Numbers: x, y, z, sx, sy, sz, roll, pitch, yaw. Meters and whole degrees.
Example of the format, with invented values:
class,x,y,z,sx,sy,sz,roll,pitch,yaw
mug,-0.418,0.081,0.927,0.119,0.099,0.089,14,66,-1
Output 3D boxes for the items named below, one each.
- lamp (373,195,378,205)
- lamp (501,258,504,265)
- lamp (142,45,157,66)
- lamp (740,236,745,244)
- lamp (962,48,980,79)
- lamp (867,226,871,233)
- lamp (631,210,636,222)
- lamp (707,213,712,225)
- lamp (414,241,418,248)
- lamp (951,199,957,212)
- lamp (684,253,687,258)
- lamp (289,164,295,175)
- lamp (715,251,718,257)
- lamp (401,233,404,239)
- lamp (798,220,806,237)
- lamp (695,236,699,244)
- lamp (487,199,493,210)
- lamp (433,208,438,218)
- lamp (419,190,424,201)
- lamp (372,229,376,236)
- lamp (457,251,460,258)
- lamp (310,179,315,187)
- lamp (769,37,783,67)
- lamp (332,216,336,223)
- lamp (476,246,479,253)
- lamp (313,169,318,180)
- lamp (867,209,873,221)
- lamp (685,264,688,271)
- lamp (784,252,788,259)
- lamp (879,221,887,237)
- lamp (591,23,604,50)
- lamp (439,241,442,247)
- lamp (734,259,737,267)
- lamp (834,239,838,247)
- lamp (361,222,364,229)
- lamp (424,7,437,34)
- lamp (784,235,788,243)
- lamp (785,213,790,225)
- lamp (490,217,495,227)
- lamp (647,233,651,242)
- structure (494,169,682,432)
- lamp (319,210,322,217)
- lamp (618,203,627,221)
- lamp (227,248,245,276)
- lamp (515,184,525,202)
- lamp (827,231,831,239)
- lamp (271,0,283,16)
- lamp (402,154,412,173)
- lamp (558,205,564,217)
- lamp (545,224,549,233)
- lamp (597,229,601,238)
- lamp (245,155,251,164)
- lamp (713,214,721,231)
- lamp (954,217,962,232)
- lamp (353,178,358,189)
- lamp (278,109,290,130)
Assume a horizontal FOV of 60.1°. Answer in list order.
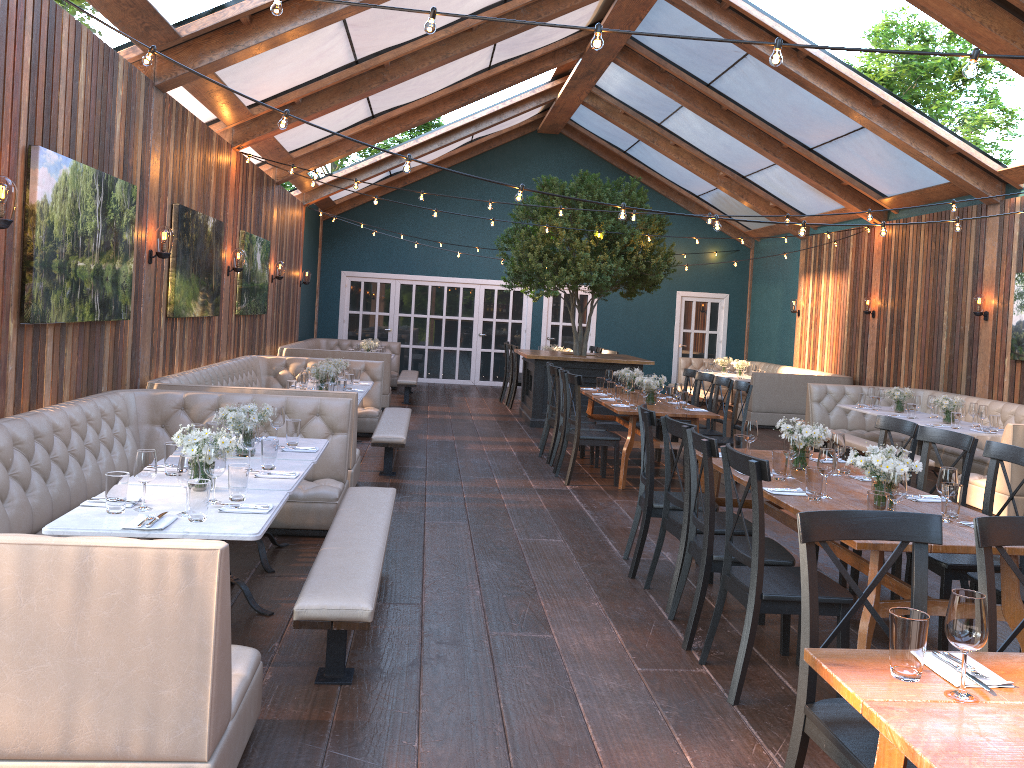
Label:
class,x,y,z,sx,sy,sz,roll,pitch,yaw
lamp,-1.623,-2.195,10.553,0.056,0.119,0.062,4,2,36
lamp,-0.165,-2.060,14.860,0.056,0.119,0.060,4,2,31
lamp,-1.946,-1.761,4.738,0.068,0.117,0.056,3,2,1
lamp,3.283,-2.043,12.591,0.056,0.117,0.068,3,2,-8
lamp,1.843,-1.289,3.558,0.057,0.120,0.056,3,2,-12
lamp,5.407,-2.348,13.407,0.056,0.120,0.056,4,2,24
lamp,1.250,-1.731,9.096,0.056,0.121,0.056,2,2,-30
lamp,1.997,-1.672,8.944,0.056,0.121,0.056,4,2,10
lamp,-1.639,-2.376,15.101,0.056,0.119,0.059,3,2,-1
lamp,4.225,-1.704,8.460,0.063,0.118,0.056,3,2,-12
lamp,3.608,-2.674,18.421,0.056,0.120,0.056,4,2,16
lamp,-2.439,-2.377,9.791,0.056,0.120,0.056,2,2,-40
lamp,4.319,-2.752,18.685,0.056,0.121,0.056,3,2,-23
lamp,-1.999,-2.701,16.129,0.056,0.120,0.056,4,2,10
lamp,2.152,-1.152,6.560,0.056,0.120,0.056,4,2,14
lamp,2.580,-2.005,12.317,0.060,0.119,0.056,4,2,18
lamp,-0.233,-1.905,9.391,0.056,0.121,0.056,3,1,4
lamp,-0.943,-2.104,10.877,0.056,0.120,0.056,2,2,-39
lamp,-0.973,-2.031,9.530,0.056,0.121,0.056,3,1,7
lamp,-2.369,-2.597,15.206,0.059,0.119,0.056,3,2,-11
lamp,-0.898,-2.192,14.951,0.056,0.115,0.074,4,2,38
lamp,-2.301,-2.335,10.245,0.056,0.118,0.065,5,2,43
lamp,1.107,-1.390,3.706,0.056,0.121,0.056,3,2,9
lamp,-3.079,-2.850,15.303,0.076,0.113,0.056,5,2,40
lamp,-0.649,-2.551,16.772,0.056,0.121,0.056,4,2,19
lamp,-2.161,-2.307,9.744,0.056,0.121,0.056,3,1,-3
lamp,3.488,-1.645,8.621,0.056,0.121,0.056,4,2,16
lamp,2.804,-1.876,14.215,0.056,0.121,0.056,2,2,-29
lamp,4.276,-2.006,13.825,0.056,0.118,0.066,2,2,-29
lamp,2.867,-1.197,6.827,0.056,0.121,0.056,3,2,-18
lamp,0.371,-1.511,3.841,0.056,0.120,0.056,2,2,-30
lamp,-1.320,-2.601,16.454,0.056,0.120,0.056,3,1,-3
lamp,3.543,-1.915,14.017,0.056,0.121,0.056,2,2,-28
lamp,4.990,-2.170,13.643,0.074,0.115,0.056,3,2,1
lamp,-2.676,-2.836,15.807,0.056,0.121,0.056,3,2,-21
lamp,-0.364,-1.647,4.016,0.075,0.114,0.056,5,2,40
lamp,3.990,-2.112,12.881,0.056,0.121,0.056,3,2,-23
lamp,2.740,-1.637,8.804,0.067,0.117,0.056,2,2,-42
lamp,-0.249,-2.048,11.185,0.056,0.120,0.056,3,2,-18
lamp,1.869,-1.992,12.040,0.060,0.119,0.056,3,2,-20
structure,1.060,-1.275,12.957,2.715,3.692,2.857,3,2,3
lamp,-3.345,-2.987,15.477,0.056,0.120,0.056,2,2,-35
lamp,0.747,-1.164,5.972,0.056,0.121,0.056,3,1,-7
lamp,-3.089,-1.364,9.923,0.178,0.320,0.146,3,1,-5
lamp,0.046,-1.225,5.670,0.056,0.120,0.056,5,2,45
lamp,4.701,-2.211,13.132,0.064,0.118,0.056,3,2,3
lamp,-1.104,-1.791,4.155,0.056,0.114,0.075,3,2,-7
lamp,-0.635,-1.337,5.358,0.056,0.120,0.056,3,2,-8
lamp,0.513,-1.807,9.252,0.056,0.121,0.056,4,2,35
lamp,0.456,-2.014,11.471,0.056,0.121,0.056,3,2,-25
lamp,1.159,-1.998,11.769,0.056,0.121,0.056,4,2,20
lamp,-2.971,-2.534,9.949,0.056,0.119,0.061,4,2,30
lamp,1.455,-1.141,6.260,0.056,0.120,0.056,3,1,0
lamp,3.578,-1.281,7.097,0.056,0.120,0.056,4,2,22
lamp,-1.703,-2.187,9.665,0.056,0.121,0.056,4,2,19
lamp,-1.307,-1.513,5.053,0.056,0.119,0.059,4,2,26
